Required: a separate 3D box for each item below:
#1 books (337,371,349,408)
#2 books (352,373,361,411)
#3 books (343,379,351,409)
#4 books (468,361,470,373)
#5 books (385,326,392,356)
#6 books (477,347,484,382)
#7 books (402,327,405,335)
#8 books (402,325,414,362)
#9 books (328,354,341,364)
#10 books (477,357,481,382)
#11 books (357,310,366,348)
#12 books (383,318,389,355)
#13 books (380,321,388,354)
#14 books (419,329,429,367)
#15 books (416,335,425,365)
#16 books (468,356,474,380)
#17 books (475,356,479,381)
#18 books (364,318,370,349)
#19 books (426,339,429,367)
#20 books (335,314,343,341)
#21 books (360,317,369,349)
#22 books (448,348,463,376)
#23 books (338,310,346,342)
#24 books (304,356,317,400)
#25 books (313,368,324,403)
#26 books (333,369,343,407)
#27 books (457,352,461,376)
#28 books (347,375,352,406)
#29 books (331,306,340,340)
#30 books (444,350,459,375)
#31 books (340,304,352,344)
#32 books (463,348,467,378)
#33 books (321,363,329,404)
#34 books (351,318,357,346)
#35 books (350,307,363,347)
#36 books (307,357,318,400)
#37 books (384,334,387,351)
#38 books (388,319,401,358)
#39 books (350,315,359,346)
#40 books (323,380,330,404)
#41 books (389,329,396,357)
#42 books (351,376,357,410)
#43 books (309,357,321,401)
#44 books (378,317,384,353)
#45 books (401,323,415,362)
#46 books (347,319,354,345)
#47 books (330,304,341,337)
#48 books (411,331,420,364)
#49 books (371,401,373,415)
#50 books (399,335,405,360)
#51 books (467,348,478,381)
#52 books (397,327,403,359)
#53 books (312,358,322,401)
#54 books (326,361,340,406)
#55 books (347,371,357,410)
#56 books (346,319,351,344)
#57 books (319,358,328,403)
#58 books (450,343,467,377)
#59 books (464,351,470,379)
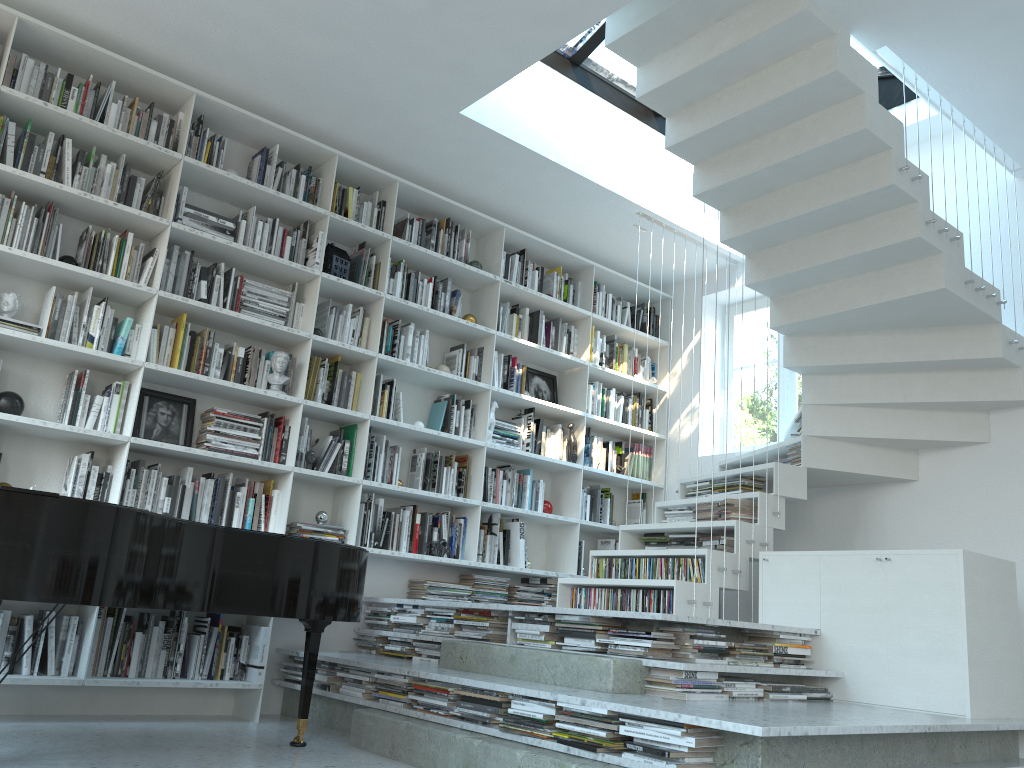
[{"bbox_3d":[-1.013,0.058,5.101,0.027,0.241,0.189,16,-18,-37],"label":"books"},{"bbox_3d":[-0.948,0.076,5.198,0.033,0.268,0.142,16,-18,-37],"label":"books"},{"bbox_3d":[-1.001,0.083,5.117,0.034,0.204,0.181,16,-18,-37],"label":"books"},{"bbox_3d":[-0.327,-0.074,5.753,0.012,0.206,0.137,16,-18,-37],"label":"books"},{"bbox_3d":[-0.784,-0.227,5.382,0.013,0.235,0.157,16,-18,-37],"label":"books"},{"bbox_3d":[-0.251,-0.096,5.788,0.005,0.277,0.182,16,-18,-37],"label":"books"},{"bbox_3d":[-0.710,-0.214,5.447,0.011,0.256,0.131,16,-18,-37],"label":"books"},{"bbox_3d":[-0.678,-0.216,5.442,0.030,0.262,0.182,16,-18,-37],"label":"books"},{"bbox_3d":[-1.054,0.006,5.103,0.022,0.336,0.169,16,-18,-37],"label":"books"},{"bbox_3d":[-0.265,-0.062,5.779,0.012,0.205,0.169,16,-18,-37],"label":"books"},{"bbox_3d":[-0.937,-0.293,5.259,0.025,0.276,0.173,16,-18,-37],"label":"books"},{"bbox_3d":[-0.805,-0.250,5.394,0.014,0.283,0.135,16,-18,-37],"label":"books"},{"bbox_3d":[-0.815,-0.245,5.347,0.014,0.247,0.177,16,-18,-37],"label":"books"},{"bbox_3d":[-0.586,-0.191,5.522,0.024,0.271,0.170,16,-18,-37],"label":"books"},{"bbox_3d":[-0.612,-0.176,5.512,0.021,0.231,0.183,16,-18,-37],"label":"books"},{"bbox_3d":[-0.310,-0.071,5.751,0.013,0.201,0.173,16,-18,-37],"label":"books"},{"bbox_3d":[-0.282,-0.067,5.761,0.013,0.204,0.174,16,-18,-37],"label":"books"},{"bbox_3d":[-0.911,-0.266,5.275,0.026,0.237,0.173,16,-18,-37],"label":"books"},{"bbox_3d":[-0.572,-0.170,5.561,0.034,0.253,0.161,16,-18,-37],"label":"books"},{"bbox_3d":[-1.051,-0.290,5.170,0.023,0.206,0.171,16,-18,-37],"label":"books"},{"bbox_3d":[-0.916,-0.268,5.251,0.028,0.229,0.177,16,-18,-37],"label":"books"},{"bbox_3d":[-0.377,-0.103,5.709,0.012,0.231,0.154,16,-18,-37],"label":"books"},{"bbox_3d":[-1.035,-0.301,5.179,0.023,0.235,0.178,16,-18,-37],"label":"books"},{"bbox_3d":[-1.170,-0.008,5.003,0.035,0.292,0.145,16,-18,-37],"label":"books"},{"bbox_3d":[-1.129,0.035,5.032,0.015,0.231,0.180,16,-18,-37],"label":"books"},{"bbox_3d":[-1.046,0.051,5.106,0.033,0.252,0.175,16,-18,-37],"label":"books"},{"bbox_3d":[-0.385,-0.092,5.702,0.005,0.204,0.154,16,-18,-37],"label":"books"},{"bbox_3d":[-0.992,0.074,5.151,0.028,0.239,0.145,16,-18,-37],"label":"books"},{"bbox_3d":[-1.069,-0.316,5.160,0.028,0.249,0.164,16,-18,-37],"label":"books"},{"bbox_3d":[-0.395,-0.101,5.701,0.015,0.219,0.140,16,-18,-37],"label":"books"},{"bbox_3d":[-1.006,-0.319,5.178,0.028,0.274,0.187,16,-18,-37],"label":"books"},{"bbox_3d":[-0.354,-0.103,5.727,0.016,0.243,0.152,16,-18,-37],"label":"books"},{"bbox_3d":[-1.112,0.024,5.075,0.036,0.277,0.139,16,-18,-37],"label":"books"},{"bbox_3d":[-0.975,-0.273,5.215,0.029,0.210,0.158,16,-18,-37],"label":"books"},{"bbox_3d":[-0.950,-0.304,5.254,0.028,0.292,0.154,16,-18,-37],"label":"books"},{"bbox_3d":[-1.167,-0.003,5.019,0.035,0.292,0.145,16,-18,-37],"label":"books"},{"bbox_3d":[-0.812,-0.206,5.358,0.021,0.178,0.136,16,-18,-37],"label":"books"},{"bbox_3d":[-0.741,-0.242,5.398,0.014,0.279,0.177,16,-18,-37],"label":"books"},{"bbox_3d":[-0.965,-0.279,5.234,0.024,0.233,0.150,16,-18,-37],"label":"books"},{"bbox_3d":[-1.099,0.077,5.080,0.030,0.180,0.131,16,-18,-37],"label":"books"},{"bbox_3d":[-0.772,-0.212,5.392,0.026,0.215,0.161,16,-18,-37],"label":"books"},{"bbox_3d":[-0.965,0.081,5.185,0.019,0.247,0.149,16,-18,-37],"label":"books"},{"bbox_3d":[-1.148,-0.003,5.015,0.035,0.292,0.145,16,-18,-37],"label":"books"},{"bbox_3d":[-0.835,-0.260,5.355,0.014,0.277,0.154,16,-18,-37],"label":"books"},{"bbox_3d":[-0.671,-0.221,5.482,0.027,0.294,0.159,16,-18,-37],"label":"books"},{"bbox_3d":[-0.992,-0.271,5.200,0.027,0.196,0.185,16,-19,-37],"label":"books"},{"bbox_3d":[-1.057,-0.325,5.173,0.019,0.274,0.146,16,-18,-37],"label":"books"},{"bbox_3d":[-0.644,-0.193,5.481,0.025,0.244,0.183,16,-18,-37],"label":"books"},{"bbox_3d":[-0.877,0.080,5.231,0.035,0.287,0.191,16,-18,-37],"label":"books"},{"bbox_3d":[-0.722,-0.189,5.423,0.025,0.193,0.171,16,-18,-37],"label":"books"},{"bbox_3d":[-0.291,-0.096,5.759,0.016,0.256,0.176,16,-18,-37],"label":"books"},{"bbox_3d":[-0.733,-0.216,5.408,0.022,0.237,0.164,16,-18,-37],"label":"books"},{"bbox_3d":[-1.148,0.003,5.034,0.035,0.292,0.145,16,-18,-37],"label":"books"},{"bbox_3d":[-1.054,0.021,5.076,0.019,0.292,0.182,16,-18,-37],"label":"books"},{"bbox_3d":[-0.970,0.066,5.165,0.032,0.265,0.143,16,-18,-37],"label":"books"},{"bbox_3d":[-1.004,-0.275,5.186,0.024,0.194,0.173,16,-18,-37],"label":"books"},{"bbox_3d":[-1.112,0.008,5.047,0.019,0.293,0.164,16,-18,-37],"label":"books"},{"bbox_3d":[-0.357,-0.119,5.712,0.015,0.267,0.164,16,-18,-37],"label":"books"},{"bbox_3d":[-0.334,-0.088,5.743,0.017,0.227,0.160,16,-18,-37],"label":"books"}]
